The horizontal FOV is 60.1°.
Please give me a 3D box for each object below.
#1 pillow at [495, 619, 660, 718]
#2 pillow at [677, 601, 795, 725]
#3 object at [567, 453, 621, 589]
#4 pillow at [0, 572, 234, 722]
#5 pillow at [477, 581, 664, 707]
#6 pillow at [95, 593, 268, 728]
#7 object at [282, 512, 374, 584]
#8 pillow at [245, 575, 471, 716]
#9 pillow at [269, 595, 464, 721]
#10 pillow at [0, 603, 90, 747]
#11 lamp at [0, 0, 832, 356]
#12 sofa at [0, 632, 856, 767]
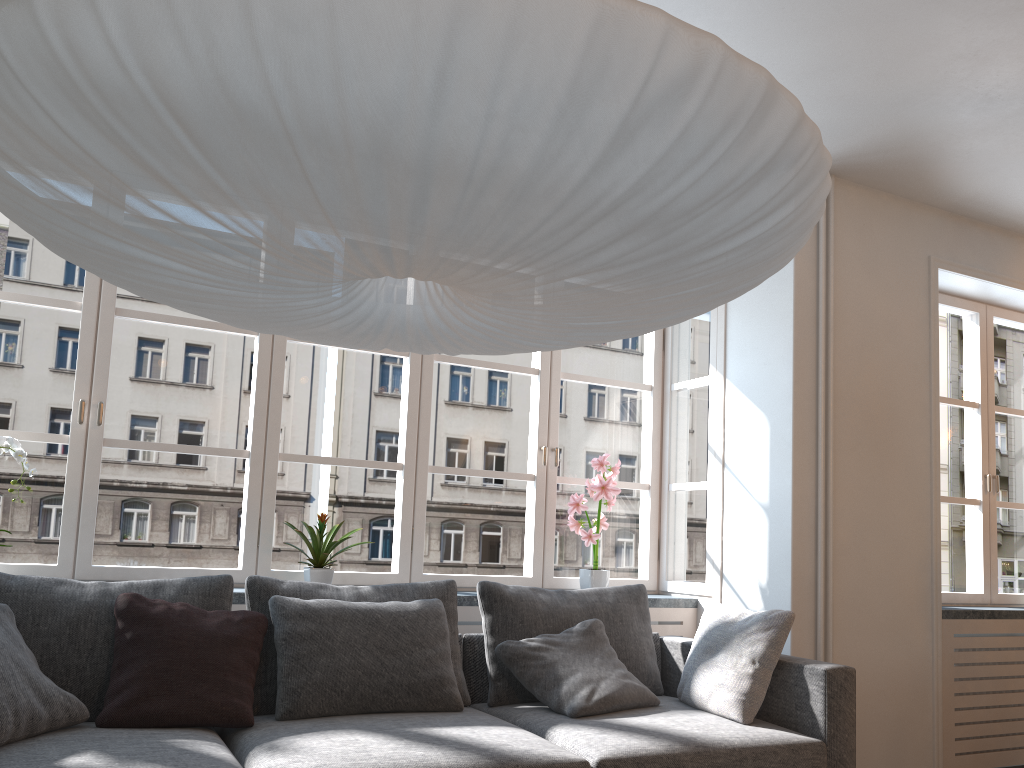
[{"bbox_3d":[0.255,1.076,3.391,0.445,0.318,0.495,-6,-13,44],"label":"pillow"},{"bbox_3d":[0.825,1.067,3.435,0.287,0.410,0.497,6,-10,-27],"label":"pillow"},{"bbox_3d":[0.400,0.681,4.307,0.298,0.684,0.202,-4,-9,42],"label":"object"},{"bbox_3d":[-1.334,0.853,2.869,0.839,0.474,0.277,7,-9,-26],"label":"pillow"},{"bbox_3d":[0.256,1.067,3.665,0.839,0.472,0.277,7,-9,-26],"label":"pillow"},{"bbox_3d":[-1.037,0.885,2.841,0.522,0.399,0.313,6,-9,-24],"label":"pillow"},{"bbox_3d":[-0.770,0.700,3.693,0.323,0.325,0.379,-4,-11,38],"label":"object"},{"bbox_3d":[-0.563,0.957,3.267,0.842,0.470,0.278,7,-9,-26],"label":"pillow"},{"bbox_3d":[-0.512,0.960,3.131,0.669,0.393,0.294,7,-9,-26],"label":"pillow"},{"bbox_3d":[-1.468,0.810,2.463,0.346,0.356,0.520,1,-9,13],"label":"pillow"},{"bbox_3d":[-0.194,-0.234,1.623,1.470,0.208,1.485,1,-10,10],"label":"lamp"},{"bbox_3d":[-0.134,1.148,2.478,3.078,0.665,2.054,8,-11,-26],"label":"sofa"}]
